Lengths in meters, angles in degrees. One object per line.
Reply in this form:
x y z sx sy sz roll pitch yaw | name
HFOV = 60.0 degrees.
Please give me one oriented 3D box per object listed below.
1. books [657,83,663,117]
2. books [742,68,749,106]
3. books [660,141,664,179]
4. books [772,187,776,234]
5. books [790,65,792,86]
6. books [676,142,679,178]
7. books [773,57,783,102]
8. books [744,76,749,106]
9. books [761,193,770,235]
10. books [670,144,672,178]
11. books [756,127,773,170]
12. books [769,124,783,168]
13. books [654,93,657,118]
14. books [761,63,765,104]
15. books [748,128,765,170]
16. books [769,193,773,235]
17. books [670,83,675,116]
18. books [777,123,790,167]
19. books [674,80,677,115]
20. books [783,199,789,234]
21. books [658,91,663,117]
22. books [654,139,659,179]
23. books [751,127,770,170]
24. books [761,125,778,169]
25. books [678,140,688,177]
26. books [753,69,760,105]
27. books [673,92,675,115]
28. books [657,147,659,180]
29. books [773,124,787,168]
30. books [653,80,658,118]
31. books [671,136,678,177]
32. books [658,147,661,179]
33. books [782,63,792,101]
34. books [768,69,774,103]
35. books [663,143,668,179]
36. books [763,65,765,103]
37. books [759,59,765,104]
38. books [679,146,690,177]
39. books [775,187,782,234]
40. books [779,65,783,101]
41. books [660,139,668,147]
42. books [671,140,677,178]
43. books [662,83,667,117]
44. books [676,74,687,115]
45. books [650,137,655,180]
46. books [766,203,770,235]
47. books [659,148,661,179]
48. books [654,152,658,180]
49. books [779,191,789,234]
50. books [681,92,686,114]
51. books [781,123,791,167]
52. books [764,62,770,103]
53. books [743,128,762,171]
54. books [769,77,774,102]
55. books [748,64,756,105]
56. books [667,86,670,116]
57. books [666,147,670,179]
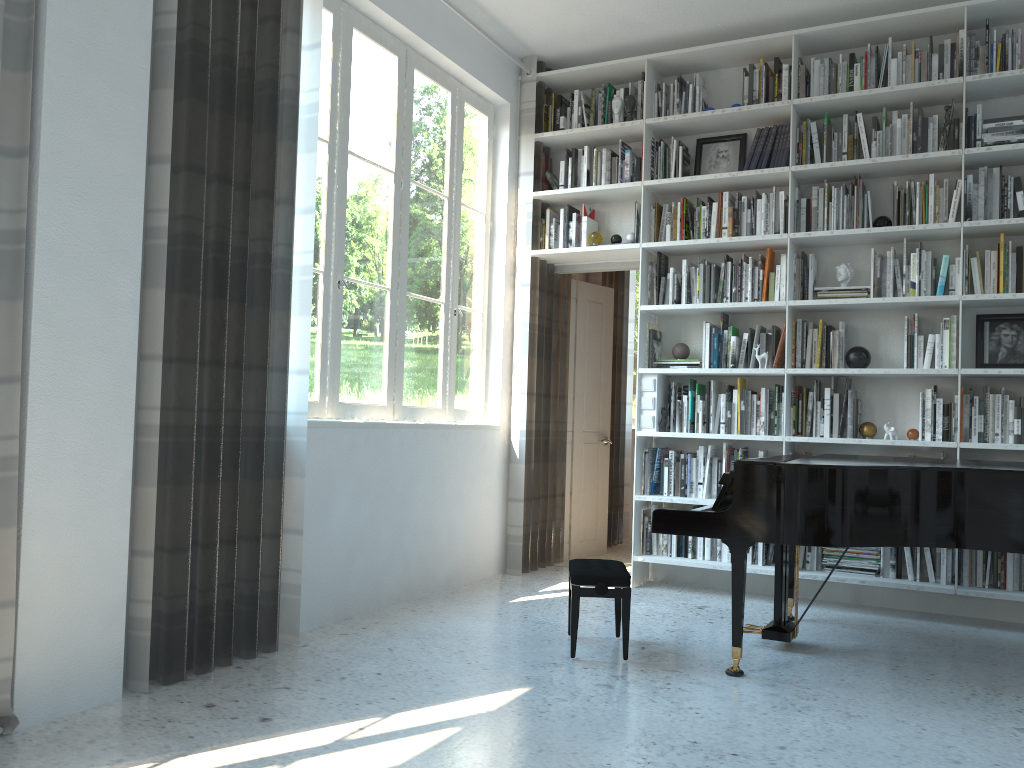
0.911 -1.676 5.402 0.007 0.258 0.156 1 -2 27 | books
1.369 -1.681 5.173 0.013 0.277 0.151 1 -2 27 | books
0.931 -1.310 5.357 0.009 0.260 0.184 1 -2 27 | books
1.502 -0.954 5.036 0.012 0.291 0.182 1 -2 27 | books
1.611 -1.665 5.049 0.039 0.252 0.146 1 -2 27 | books
1.014 -1.304 5.315 0.011 0.249 0.168 1 -2 27 | books
1.523 -1.690 5.066 0.025 0.297 0.163 1 -2 27 | books
1.380 -1.652 5.151 0.028 0.218 0.153 1 -2 27 | books
1.456 -0.941 5.067 0.022 0.263 0.174 1 -2 27 | books
0.977 -1.302 5.337 0.019 0.243 0.153 1 -2 27 | books
1.466 -1.311 5.107 0.110 0.279 0.174 1 -2 27 | books
1.522 -1.316 5.078 0.078 0.285 0.174 1 -2 27 | books
0.897 -1.649 5.401 0.017 0.204 0.142 1 -2 27 | books
1.461 -1.683 5.118 0.013 0.283 0.166 1 -2 27 | books
1.425 -1.312 5.128 0.110 0.279 0.174 1 -2 27 | books
1.499 -0.940 5.070 0.024 0.266 0.155 1 -2 27 | books
0.985 -1.668 5.357 0.016 0.243 0.156 1 -2 27 | books
1.562 -1.316 5.058 0.078 0.285 0.174 1 -2 27 | books
1.009 -1.677 5.340 0.016 0.261 0.154 1 -2 27 | books
1.567 -0.910 4.983 0.039 0.202 0.236 1 -2 27 | books
0.927 -1.652 5.391 0.032 0.210 0.158 1 -2 27 | books
0.888 -1.323 5.386 0.006 0.287 0.148 1 -2 27 | books
1.437 -1.313 5.101 0.110 0.279 0.174 1 -2 27 | books
1.483 -1.315 5.076 0.097 0.282 0.174 1 -2 27 | books
1.024 -1.307 5.309 0.012 0.254 0.166 1 -2 27 | books
1.424 -1.667 5.123 0.028 0.249 0.155 1 -2 27 | books
1.001 -1.642 5.357 0.014 0.192 0.146 1 -2 27 | books
0.908 -1.299 5.380 0.005 0.238 0.154 1 -2 27 | books
1.544 -1.316 5.072 0.078 0.285 0.174 1 -2 27 | books
0.891 -1.689 5.415 0.007 0.285 0.159 1 -2 27 | books
0.988 -1.320 5.330 0.005 0.281 0.191 1 -2 27 | books
0.917 -1.295 5.359 0.009 0.228 0.184 1 -2 27 | books
1.572 -1.668 5.052 0.031 0.254 0.178 1 -2 27 | books
1.498 -1.667 5.118 0.013 0.254 0.129 1 -2 27 | books
0.940 -1.304 5.338 0.004 0.246 0.189 1 -2 27 | books
1.465 -1.674 5.101 0.010 0.263 0.156 1 -2 27 | books
1.456 -1.701 5.138 0.014 0.320 0.137 1 -2 27 | books
1.031 -1.287 5.296 0.012 0.214 0.185 1 -2 27 | books
1.523 -0.953 5.039 0.022 0.289 0.169 1 -2 27 | books
1.555 -1.670 5.076 0.022 0.260 0.152 1 -2 27 | books
0.919 -1.324 5.377 0.006 0.289 0.144 1 -2 27 | books
0.995 -1.309 5.315 0.023 0.258 0.183 1 -2 27 | books
0.944 -1.671 5.375 0.012 0.249 0.180 1 -2 27 | books
1.022 -1.687 5.316 0.015 0.279 0.190 1 -2 27 | books
0.871 -1.328 5.384 0.005 0.292 0.184 1 -2 27 | books
1.477 -0.911 5.069 0.013 0.206 0.172 1 -2 27 | books
0.918 -1.288 5.347 0.004 0.214 0.186 1 -2 27 | books
0.898 -1.282 5.384 0.015 0.207 0.172 1 -2 27 | books
1.546 -0.940 5.023 0.035 0.263 0.177 1 -2 27 | books
1.047 -1.637 5.321 0.026 0.182 0.161 1 -2 27 | books
1.576 -1.317 5.035 0.078 0.285 0.174 1 -2 27 | books
1.475 -1.679 5.097 0.011 0.274 0.183 1 -2 27 | books
1.401 -1.313 5.130 0.110 0.279 0.174 1 -2 27 | books
1.504 -1.636 5.086 0.027 0.190 0.177 1 -2 27 | books
1.402 -1.682 5.136 0.024 0.279 0.188 1 -2 27 | books
0.969 -1.659 5.359 0.013 0.225 0.177 1 -2 27 | books
0.962 -1.290 5.332 0.018 0.218 0.186 1 -2 27 | books
